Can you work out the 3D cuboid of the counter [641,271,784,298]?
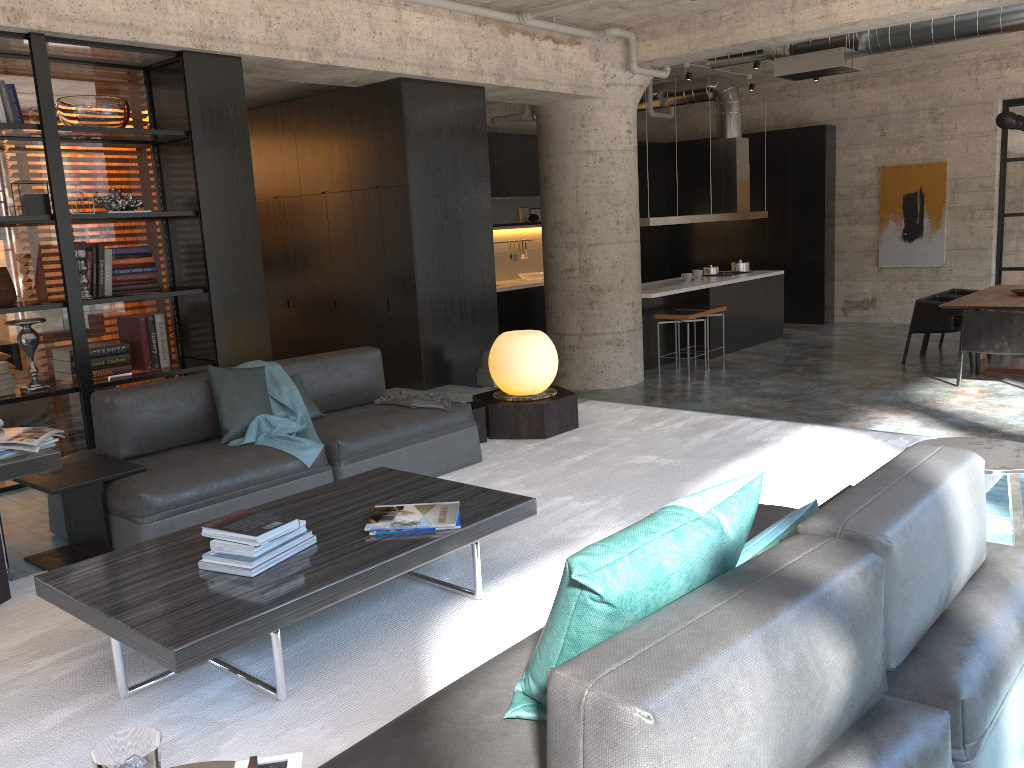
[{"bbox_3d":[2.338,-1.325,11.594,1.000,0.046,3.500,6,14,40],"label":"counter"}]

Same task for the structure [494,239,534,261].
[{"bbox_3d":[-0.023,-2.058,13.729,0.074,0.315,1.171,6,14,40],"label":"structure"}]

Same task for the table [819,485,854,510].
[{"bbox_3d":[1.228,0.598,2.883,0.420,0.390,0.413,6,14,40],"label":"table"}]

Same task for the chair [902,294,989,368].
[{"bbox_3d":[4.920,-0.618,10.042,0.754,0.738,0.707,6,14,40],"label":"chair"}]

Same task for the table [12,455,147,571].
[{"bbox_3d":[-1.903,0.577,3.952,0.420,0.390,0.413,6,14,40],"label":"table"}]

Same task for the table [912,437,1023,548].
[{"bbox_3d":[1.661,0.474,3.177,0.620,0.472,0.620,7,14,43],"label":"table"}]

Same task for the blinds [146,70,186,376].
[{"bbox_3d":[-3.426,-0.501,5.343,0.136,3.160,2.915,6,14,40],"label":"blinds"}]

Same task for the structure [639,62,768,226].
[{"bbox_3d":[2.344,-3.132,11.369,0.538,2.100,3.117,6,14,40],"label":"structure"}]

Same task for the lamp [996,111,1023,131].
[{"bbox_3d":[5.517,-3.293,9.118,0.583,1.327,1.813,6,14,40],"label":"lamp"}]

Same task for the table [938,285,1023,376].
[{"bbox_3d":[5.662,-0.593,9.621,1.299,0.756,2.410,6,14,40],"label":"table"}]

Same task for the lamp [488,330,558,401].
[{"bbox_3d":[0.076,-0.135,5.873,0.462,0.417,0.462,-7,11,-20],"label":"lamp"}]

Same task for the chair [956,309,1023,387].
[{"bbox_3d":[4.854,-0.373,8.710,0.707,0.738,0.754,6,14,40],"label":"chair"}]

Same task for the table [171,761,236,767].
[{"bbox_3d":[-0.422,0.883,1.188,0.549,0.603,0.549,1,11,20],"label":"table"}]

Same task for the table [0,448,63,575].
[{"bbox_3d":[-2.343,0.584,3.543,0.800,0.570,0.800,6,14,40],"label":"table"}]

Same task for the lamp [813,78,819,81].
[{"bbox_3d":[4.257,-4.381,12.477,0.145,0.236,0.107,1,11,24],"label":"lamp"}]

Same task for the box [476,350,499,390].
[{"bbox_3d":[-0.131,-0.068,7.679,0.280,0.441,0.331,3,12,30],"label":"box"}]

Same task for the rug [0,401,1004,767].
[{"bbox_3d":[-0.819,0.890,2.924,2.954,0.032,7.768,6,14,40],"label":"rug"}]

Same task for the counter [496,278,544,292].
[{"bbox_3d":[0.342,-1.516,13.524,1.000,0.142,4.360,6,14,40],"label":"counter"}]

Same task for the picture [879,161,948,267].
[{"bbox_3d":[5.907,-2.480,13.082,0.928,1.494,0.029,6,14,40],"label":"picture"}]

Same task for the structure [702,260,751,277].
[{"bbox_3d":[2.982,-1.633,12.443,0.506,0.187,0.833,6,14,40],"label":"structure"}]

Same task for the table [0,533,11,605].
[{"bbox_3d":[-2.168,0.705,3.432,0.316,0.340,0.365,-1,10,11],"label":"table"}]

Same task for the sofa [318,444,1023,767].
[{"bbox_3d":[0.538,0.624,2.089,1.019,0.680,2.063,6,14,40],"label":"sofa"}]

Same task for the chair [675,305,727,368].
[{"bbox_3d":[2.288,-0.578,10.729,0.450,0.698,0.450,6,14,40],"label":"chair"}]

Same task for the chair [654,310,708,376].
[{"bbox_3d":[1.972,-0.482,10.295,0.450,0.698,0.450,6,14,40],"label":"chair"}]

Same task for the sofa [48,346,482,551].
[{"bbox_3d":[-1.228,0.250,4.690,1.019,0.680,2.063,6,14,40],"label":"sofa"}]

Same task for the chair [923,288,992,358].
[{"bbox_3d":[5.404,-0.742,10.580,0.754,0.738,0.707,6,14,40],"label":"chair"}]

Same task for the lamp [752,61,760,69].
[{"bbox_3d":[3.035,-4.061,11.101,0.145,0.236,0.107,1,11,24],"label":"lamp"}]

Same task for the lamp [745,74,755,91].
[{"bbox_3d":[3.516,-4.455,13.112,0.145,0.236,0.107,1,11,24],"label":"lamp"}]

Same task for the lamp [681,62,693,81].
[{"bbox_3d":[2.309,-4.133,11.722,0.145,0.236,0.107,1,11,24],"label":"lamp"}]

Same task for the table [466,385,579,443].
[{"bbox_3d":[-0.020,0.212,5.804,0.616,0.230,1.044,6,14,40],"label":"table"}]

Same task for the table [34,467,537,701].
[{"bbox_3d":[-0.725,0.684,3.184,0.900,0.309,1.500,6,14,40],"label":"table"}]
